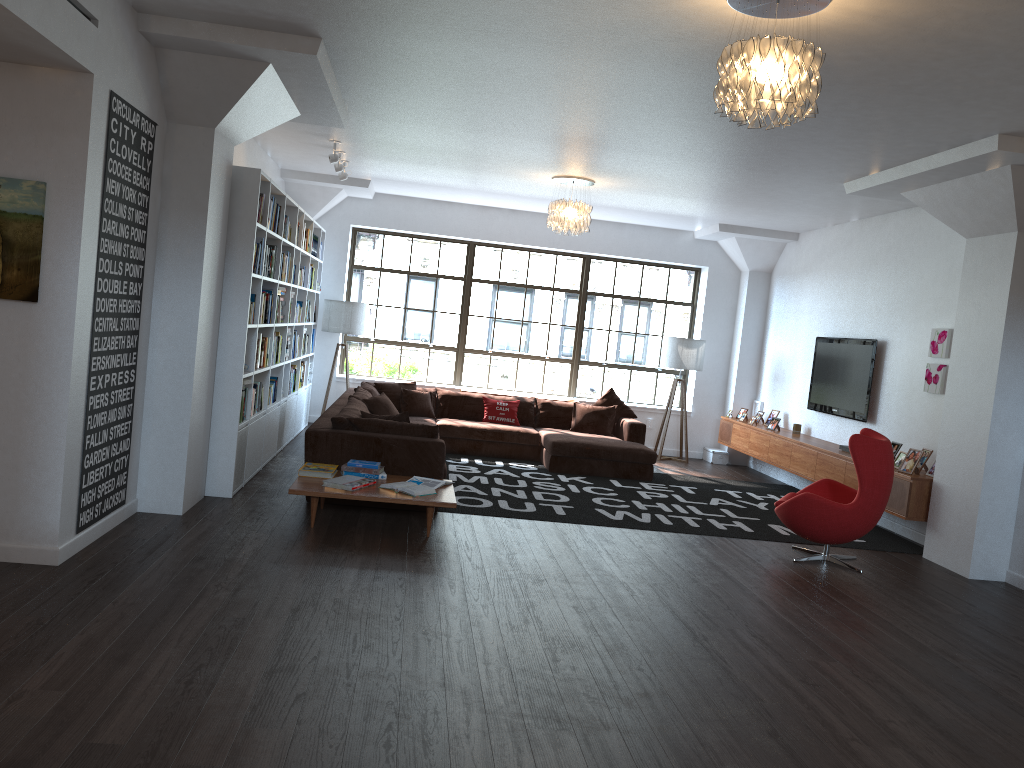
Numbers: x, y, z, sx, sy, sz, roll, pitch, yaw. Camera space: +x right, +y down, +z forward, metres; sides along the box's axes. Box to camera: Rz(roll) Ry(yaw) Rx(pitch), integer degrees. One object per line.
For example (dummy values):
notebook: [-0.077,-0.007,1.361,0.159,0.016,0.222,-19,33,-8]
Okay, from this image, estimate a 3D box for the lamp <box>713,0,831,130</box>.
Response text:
lamp: [1.107,-1.387,3.797,0.441,0.539,0.442,9,4,36]

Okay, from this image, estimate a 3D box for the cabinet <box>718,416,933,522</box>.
cabinet: [3.165,0.777,9.360,0.459,0.350,4.501,6,4,-6]

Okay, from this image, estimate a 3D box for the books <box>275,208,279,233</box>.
books: [-2.049,-1.380,7.414,0.174,0.243,0.085,6,4,-6]

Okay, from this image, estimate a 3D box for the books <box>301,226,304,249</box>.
books: [-2.241,-1.511,9.149,0.171,0.246,0.057,6,4,-6]

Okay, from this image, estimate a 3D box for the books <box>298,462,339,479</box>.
books: [-1.400,0.626,6.427,0.241,0.045,0.334,6,4,-5]

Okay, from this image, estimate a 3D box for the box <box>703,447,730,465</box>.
box: [2.695,0.952,11.726,0.228,0.165,0.368,6,4,-6]

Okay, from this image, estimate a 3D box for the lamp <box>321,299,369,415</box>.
lamp: [-2.140,-0.241,11.077,0.545,1.579,0.545,5,4,-17]

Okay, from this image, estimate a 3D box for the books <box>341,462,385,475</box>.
books: [-1.094,0.621,6.522,0.279,0.035,0.191,6,4,4]

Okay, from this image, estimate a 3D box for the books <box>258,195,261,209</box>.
books: [-1.958,-1.302,6.521,0.182,0.215,0.188,6,4,-6]

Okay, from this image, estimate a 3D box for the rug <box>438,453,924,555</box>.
rug: [1.280,1.075,8.562,4.200,0.007,3.100,6,4,-5]

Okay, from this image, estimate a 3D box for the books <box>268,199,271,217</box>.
books: [-2.014,-1.355,7.022,0.170,0.251,0.118,6,4,-6]

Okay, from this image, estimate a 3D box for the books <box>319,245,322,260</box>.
books: [-2.397,-1.601,10.783,0.139,0.191,0.036,6,4,-6]

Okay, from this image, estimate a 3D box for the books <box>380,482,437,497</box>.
books: [-0.722,0.720,6.150,0.342,0.040,0.231,8,4,34]

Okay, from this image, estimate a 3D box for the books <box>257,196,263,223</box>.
books: [-1.974,-1.315,6.674,0.161,0.218,0.101,6,4,-6]

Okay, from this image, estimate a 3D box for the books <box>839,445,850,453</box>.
books: [3.358,0.651,8.525,0.250,0.053,0.400,6,4,-6]

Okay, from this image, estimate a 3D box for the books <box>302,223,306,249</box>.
books: [-2.250,-1.539,9.230,0.176,0.290,0.053,6,4,-6]

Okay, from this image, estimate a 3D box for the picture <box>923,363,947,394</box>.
picture: [3.656,-0.047,7.666,0.030,0.250,0.250,6,4,-6]

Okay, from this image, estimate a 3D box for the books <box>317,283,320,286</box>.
books: [-2.463,-1.216,10.653,0.254,0.032,0.174,8,4,29]

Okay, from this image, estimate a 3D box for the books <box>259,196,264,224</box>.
books: [-1.975,-1.320,6.709,0.161,0.222,0.084,6,4,-6]

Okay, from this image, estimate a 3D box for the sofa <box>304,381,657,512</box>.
sofa: [-0.078,0.576,8.897,3.481,0.664,4.197,6,4,-6]

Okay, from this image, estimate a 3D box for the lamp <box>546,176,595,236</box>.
lamp: [0.581,-1.755,8.817,0.441,0.539,0.442,9,4,36]

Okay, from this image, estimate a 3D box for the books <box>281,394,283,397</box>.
books: [-2.424,0.101,8.778,0.284,0.035,0.197,6,4,-6]

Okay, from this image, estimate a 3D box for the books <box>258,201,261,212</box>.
books: [-1.977,-1.306,6.610,0.167,0.210,0.162,6,4,-6]

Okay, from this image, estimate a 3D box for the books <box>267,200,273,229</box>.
books: [-2.016,-1.355,7.075,0.174,0.242,0.105,6,4,-6]

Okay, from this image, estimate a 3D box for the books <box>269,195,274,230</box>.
books: [-2.029,-1.386,7.160,0.176,0.293,0.125,6,4,-6]

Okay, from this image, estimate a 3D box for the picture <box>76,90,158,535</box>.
picture: [-2.271,-0.393,5.131,0.021,2.380,0.800,6,4,-6]

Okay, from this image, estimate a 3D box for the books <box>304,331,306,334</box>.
books: [-2.423,-0.590,9.889,0.223,0.031,0.161,6,4,-6]

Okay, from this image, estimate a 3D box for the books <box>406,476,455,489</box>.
books: [-0.604,0.711,6.508,0.256,0.035,0.350,7,4,19]

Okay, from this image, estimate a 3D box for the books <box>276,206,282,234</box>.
books: [-2.060,-1.393,7.515,0.182,0.255,0.077,6,4,-6]

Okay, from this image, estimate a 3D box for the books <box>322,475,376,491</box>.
books: [-1.120,0.680,6.114,0.236,0.035,0.340,7,4,19]

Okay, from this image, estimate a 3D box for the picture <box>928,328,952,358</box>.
picture: [3.688,-0.352,7.647,0.030,0.250,0.250,6,4,-6]

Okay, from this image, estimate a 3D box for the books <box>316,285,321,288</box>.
books: [-2.469,-1.184,10.660,0.284,0.033,0.197,7,4,9]

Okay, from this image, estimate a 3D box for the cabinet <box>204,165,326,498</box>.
cabinet: [-2.401,-0.541,8.679,0.461,2.414,4.500,6,4,-6]

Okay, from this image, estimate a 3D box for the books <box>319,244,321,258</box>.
books: [-2.395,-1.601,10.742,0.136,0.196,0.045,6,4,-6]

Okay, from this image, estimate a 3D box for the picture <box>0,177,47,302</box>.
picture: [-2.582,-0.731,4.418,0.450,0.600,0.030,6,4,-6]

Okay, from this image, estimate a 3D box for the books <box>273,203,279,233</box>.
books: [-2.036,-1.377,7.328,0.182,0.253,0.098,6,4,-6]

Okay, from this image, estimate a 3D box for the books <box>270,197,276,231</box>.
books: [-2.039,-1.390,7.222,0.197,0.290,0.136,6,4,-6]

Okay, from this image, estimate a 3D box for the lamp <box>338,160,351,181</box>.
lamp: [-1.731,-2.196,9.141,0.120,0.211,0.111,4,4,-32]

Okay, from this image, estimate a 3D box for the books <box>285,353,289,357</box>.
books: [-2.351,-0.302,8.789,0.251,0.037,0.160,6,4,-1]

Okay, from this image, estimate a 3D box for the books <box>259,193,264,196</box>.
books: [-1.986,-1.336,6.737,0.159,0.248,0.089,6,4,-6]

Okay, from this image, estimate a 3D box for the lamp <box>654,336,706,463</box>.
lamp: [2.135,0.196,11.452,0.545,1.579,0.545,6,4,5]

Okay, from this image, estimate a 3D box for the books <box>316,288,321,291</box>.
books: [-2.473,-1.150,10.662,0.284,0.035,0.197,8,4,24]

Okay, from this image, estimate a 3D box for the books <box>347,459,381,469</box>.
books: [-1.085,0.591,6.519,0.224,0.027,0.157,6,4,-1]

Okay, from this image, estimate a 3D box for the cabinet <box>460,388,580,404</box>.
cabinet: [0.065,0.456,11.425,1.520,0.625,0.350,6,4,-6]

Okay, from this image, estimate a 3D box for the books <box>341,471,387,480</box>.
books: [-1.092,0.657,6.521,0.312,0.037,0.216,5,4,-16]

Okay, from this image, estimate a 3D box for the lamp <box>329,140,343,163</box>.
lamp: [-1.625,-2.122,8.125,0.111,0.211,0.120,8,4,28]

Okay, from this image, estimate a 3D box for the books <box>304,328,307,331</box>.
books: [-2.420,-0.620,9.895,0.224,0.030,0.161,6,4,4]

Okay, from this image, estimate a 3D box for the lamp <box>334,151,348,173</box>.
lamp: [-1.677,-2.159,8.627,0.111,0.211,0.120,9,5,43]

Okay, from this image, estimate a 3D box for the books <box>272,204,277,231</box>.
books: [-2.035,-1.373,7.295,0.159,0.248,0.089,6,4,-6]

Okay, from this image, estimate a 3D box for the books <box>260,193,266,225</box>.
books: [-1.988,-1.340,6.780,0.170,0.251,0.118,6,4,-6]

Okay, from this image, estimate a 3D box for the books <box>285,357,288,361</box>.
books: [-2.353,-0.264,8.789,0.246,0.038,0.171,6,4,-6]

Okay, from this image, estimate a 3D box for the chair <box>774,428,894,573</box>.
chair: [2.391,0.812,6.622,0.801,1.006,0.798,7,4,19]
